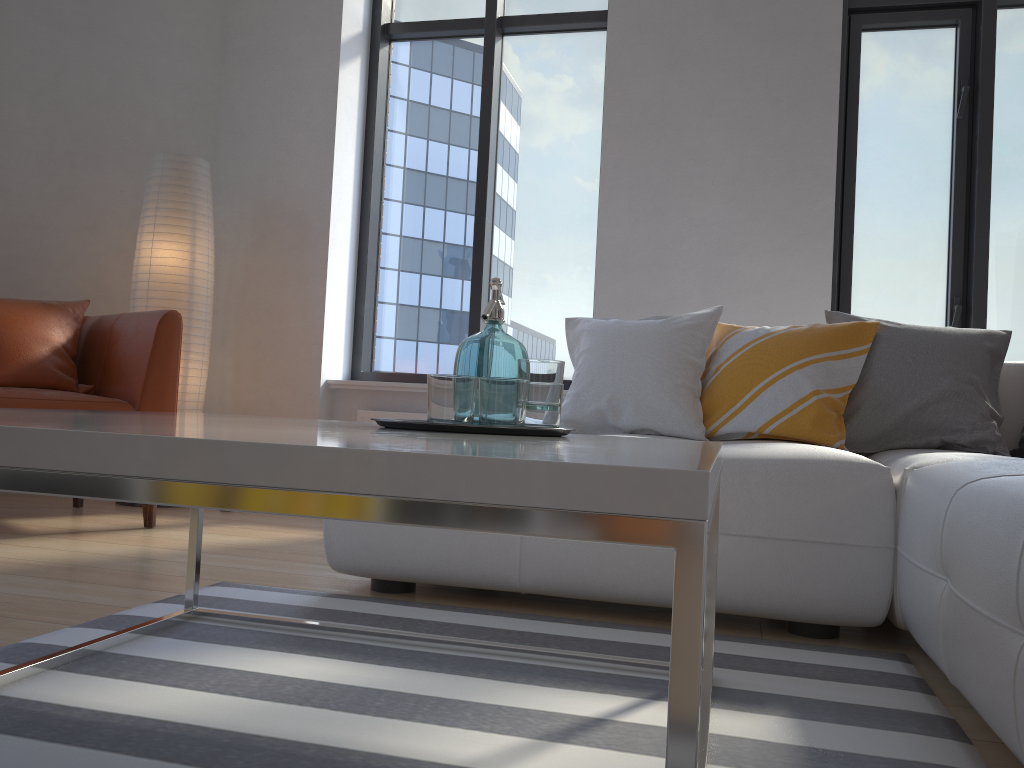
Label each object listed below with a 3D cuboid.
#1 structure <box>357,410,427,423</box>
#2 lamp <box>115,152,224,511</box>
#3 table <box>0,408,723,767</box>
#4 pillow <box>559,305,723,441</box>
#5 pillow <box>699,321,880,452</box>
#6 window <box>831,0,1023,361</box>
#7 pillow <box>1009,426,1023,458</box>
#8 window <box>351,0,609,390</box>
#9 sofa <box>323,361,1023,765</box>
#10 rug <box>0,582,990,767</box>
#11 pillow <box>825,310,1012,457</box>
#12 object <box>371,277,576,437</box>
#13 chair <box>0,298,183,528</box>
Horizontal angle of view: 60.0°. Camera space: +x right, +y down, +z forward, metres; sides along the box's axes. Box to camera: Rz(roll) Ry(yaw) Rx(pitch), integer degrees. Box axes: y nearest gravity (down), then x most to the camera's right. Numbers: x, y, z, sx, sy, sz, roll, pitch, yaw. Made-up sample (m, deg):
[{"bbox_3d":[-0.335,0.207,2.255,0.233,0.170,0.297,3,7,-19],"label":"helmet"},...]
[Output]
[{"bbox_3d":[-0.253,0.378,4.167,1.015,0.460,0.110,2,-2,14],"label":"structure"},{"bbox_3d":[-1.308,-0.227,4.028,0.804,1.550,0.502,4,-2,-26],"label":"lamp"},{"bbox_3d":[-0.279,0.277,1.237,1.091,0.435,1.091,2,-2,14],"label":"table"},{"bbox_3d":[0.909,-0.036,2.278,2.156,0.456,0.580,1,-3,40],"label":"pillow"},{"bbox_3d":[1.103,-0.016,2.025,0.630,0.440,2.095,4,-2,-29],"label":"pillow"},{"bbox_3d":[2.109,-1.079,3.994,1.310,2.402,0.170,2,-2,14],"label":"window"},{"bbox_3d":[1.576,-0.019,1.701,0.608,0.436,2.120,3,-2,10],"label":"pillow"},{"bbox_3d":[-0.122,-1.175,4.549,1.310,2.402,0.170,2,-2,14],"label":"window"},{"bbox_3d":[0.675,0.197,1.483,2.614,0.732,3.424,2,-2,14],"label":"sofa"},{"bbox_3d":[-0.228,0.492,0.973,1.662,0.016,2.326,2,-2,14],"label":"rug"},{"bbox_3d":[1.161,-0.056,1.369,0.647,0.453,2.953,3,-2,2],"label":"pillow"},{"bbox_3d":[-0.056,-0.055,1.439,0.330,0.265,0.330,1,-3,38],"label":"object"},{"bbox_3d":[-1.811,0.063,3.219,0.896,0.858,0.843,5,-3,-44],"label":"chair"}]
